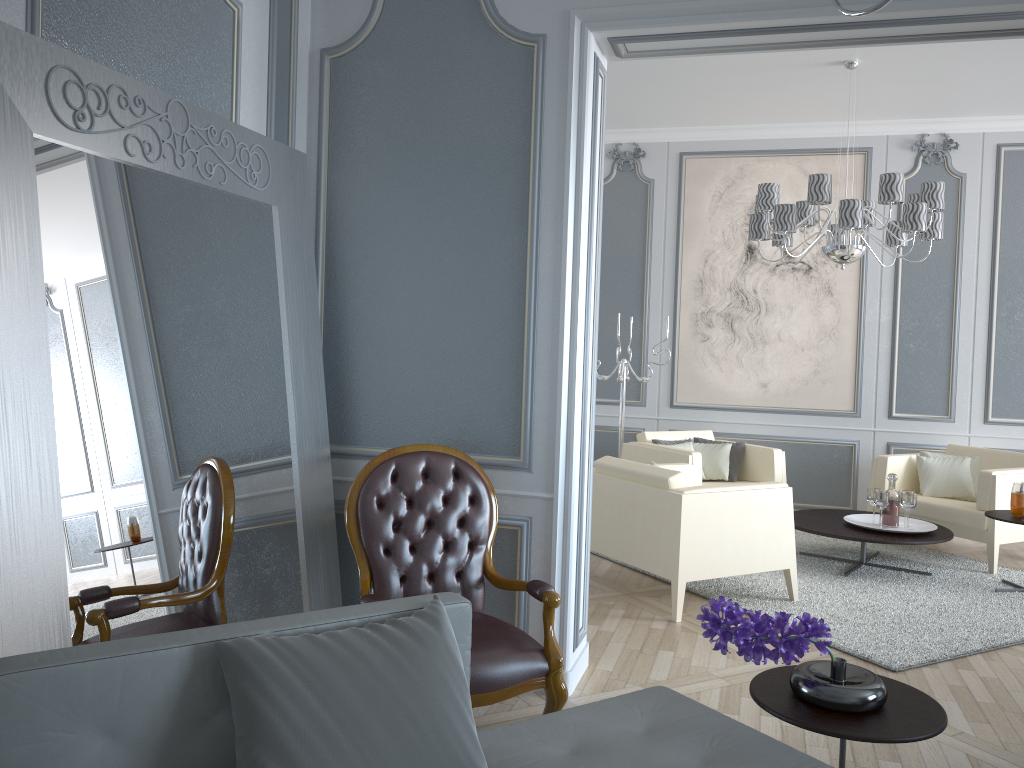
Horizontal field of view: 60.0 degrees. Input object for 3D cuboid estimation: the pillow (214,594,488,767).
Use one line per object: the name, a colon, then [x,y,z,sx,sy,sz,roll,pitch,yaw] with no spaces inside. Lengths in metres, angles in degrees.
pillow: [-0.238,0.571,1.425,0.422,0.354,0.253,0,2,-37]

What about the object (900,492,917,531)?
object: [2.119,0.681,4.740,0.080,0.196,0.080,2,2,-1]

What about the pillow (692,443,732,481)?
pillow: [1.270,0.504,5.794,0.312,0.245,0.163,3,2,20]

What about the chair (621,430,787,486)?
chair: [1.227,0.637,5.737,0.855,0.620,0.737,1,2,-29]

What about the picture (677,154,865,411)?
picture: [1.799,-0.717,6.231,1.199,1.750,0.001,2,2,16]

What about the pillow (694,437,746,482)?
pillow: [1.342,0.505,5.846,0.351,0.276,0.184,3,2,32]

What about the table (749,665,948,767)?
table: [0.740,0.894,1.991,0.414,0.385,0.414,2,2,3]

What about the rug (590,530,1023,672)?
rug: [1.799,1.011,4.626,2.000,0.010,2.001,1,3,-29]

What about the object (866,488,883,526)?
object: [1.984,0.671,4.856,0.080,0.196,0.080,2,2,-1]

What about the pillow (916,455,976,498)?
pillow: [2.638,0.567,5.400,0.312,0.245,0.163,2,2,10]

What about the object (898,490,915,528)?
object: [2.141,0.678,4.821,0.080,0.196,0.080,2,2,-1]

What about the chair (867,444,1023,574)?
chair: [2.711,0.705,5.315,0.737,0.620,0.855,1,2,-29]

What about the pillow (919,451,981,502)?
pillow: [2.700,0.567,5.464,0.351,0.276,0.184,3,2,22]

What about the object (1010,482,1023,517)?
object: [2.545,0.581,4.451,0.075,0.165,0.075,2,2,5]

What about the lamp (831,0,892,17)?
lamp: [0.722,-1.047,0.987,0.976,1.119,0.977,2,2,4]

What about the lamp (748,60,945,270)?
lamp: [1.810,-1.178,4.804,0.976,1.119,0.977,2,2,4]

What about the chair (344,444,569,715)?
chair: [-0.201,0.620,2.621,0.572,0.828,0.575,1,2,-24]

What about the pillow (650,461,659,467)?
pillow: [0.733,0.548,4.411,0.182,0.285,0.361,3,2,22]

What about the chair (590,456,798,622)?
chair: [0.824,0.686,4.320,0.737,0.620,0.855,1,2,-29]

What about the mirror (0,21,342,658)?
mirror: [-0.844,0.132,2.372,0.251,1.791,1.401,2,2,16]

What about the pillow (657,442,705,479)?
pillow: [1.086,0.503,5.685,0.312,0.245,0.163,0,3,-40]

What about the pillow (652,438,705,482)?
pillow: [1.077,0.499,5.773,0.351,0.276,0.184,1,2,-28]

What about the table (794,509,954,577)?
table: [1.941,0.889,4.894,0.882,0.239,0.883,2,3,13]

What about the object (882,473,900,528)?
object: [2.057,0.629,4.808,0.086,0.290,0.086,3,2,37]

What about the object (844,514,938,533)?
object: [2.045,0.763,4.803,0.468,0.028,0.468,3,3,28]

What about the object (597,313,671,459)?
object: [0.746,0.226,6.021,0.446,1.385,0.447,1,2,-29]

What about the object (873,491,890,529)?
object: [1.980,0.676,4.758,0.080,0.196,0.080,2,2,19]

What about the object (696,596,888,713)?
object: [0.627,0.589,1.957,0.425,0.221,0.206,1,2,-14]

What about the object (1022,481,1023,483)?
object: [2.616,0.581,4.501,0.075,0.165,0.075,1,2,-25]

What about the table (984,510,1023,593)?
table: [2.587,0.858,4.431,0.414,0.385,0.414,1,2,-27]

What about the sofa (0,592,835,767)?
sofa: [-0.330,0.753,1.161,2.204,0.667,0.810,0,3,-34]
